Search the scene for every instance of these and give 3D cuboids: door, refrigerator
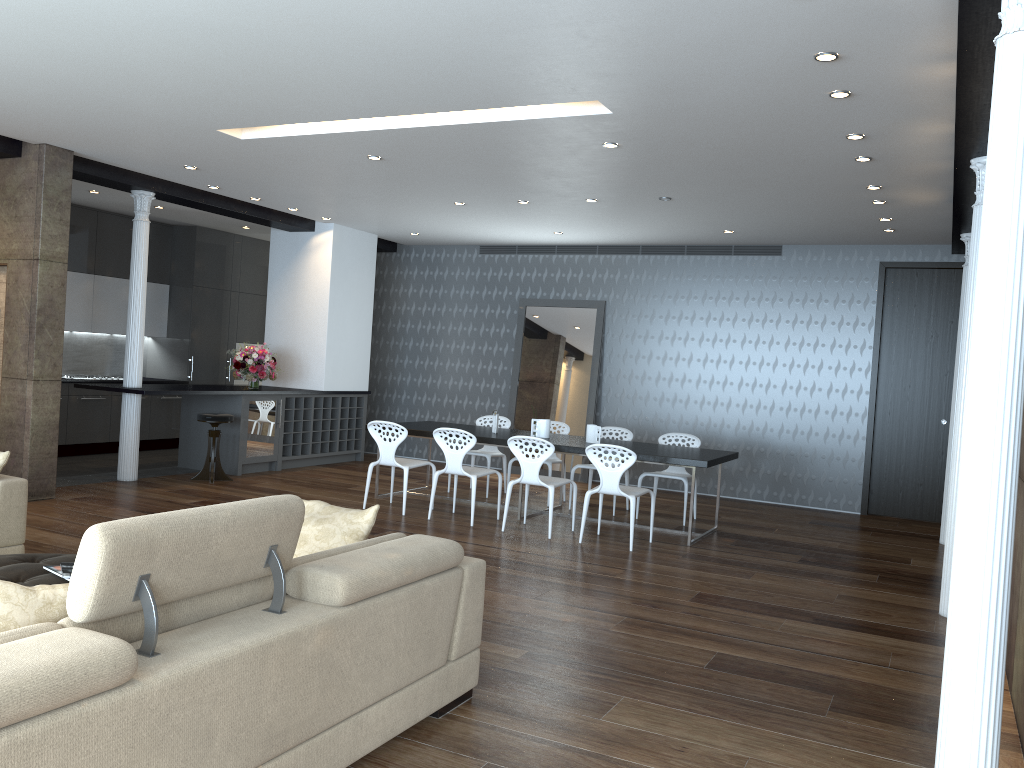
[{"bbox_3d":[4.465,0.085,9.718,1.000,2.814,0.246,4,1,26],"label":"door"},{"bbox_3d":[-2.838,0.502,10.034,0.075,0.774,0.578,4,1,30],"label":"refrigerator"}]

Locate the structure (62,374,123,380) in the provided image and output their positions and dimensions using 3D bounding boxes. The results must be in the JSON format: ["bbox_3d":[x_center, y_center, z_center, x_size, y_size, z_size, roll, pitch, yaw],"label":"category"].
[{"bbox_3d":[-5.175,-0.069,10.961,0.520,0.066,0.900,4,1,26],"label":"structure"}]

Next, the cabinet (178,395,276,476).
[{"bbox_3d":[-3.242,0.531,10.200,0.900,0.897,0.642,4,1,26],"label":"cabinet"}]

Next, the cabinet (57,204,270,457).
[{"bbox_3d":[-4.591,-0.651,12.130,0.827,2.980,7.409,4,1,26],"label":"cabinet"}]

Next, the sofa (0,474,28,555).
[{"bbox_3d":[-3.765,0.611,4.130,1.021,0.950,2.581,4,1,26],"label":"sofa"}]

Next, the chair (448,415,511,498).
[{"bbox_3d":[-0.322,0.765,9.637,0.495,0.835,0.581,4,1,26],"label":"chair"}]

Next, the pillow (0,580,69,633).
[{"bbox_3d":[-1.282,0.690,2.496,0.368,0.416,0.519,4,2,31],"label":"pillow"}]

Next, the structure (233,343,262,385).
[{"bbox_3d":[-4.052,-0.305,13.028,0.591,0.596,0.595,4,1,26],"label":"structure"}]

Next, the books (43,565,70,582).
[{"bbox_3d":[-1.905,0.837,3.931,0.300,0.031,0.219,5,2,41],"label":"books"}]

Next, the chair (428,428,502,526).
[{"bbox_3d":[-0.428,0.797,7.896,0.495,0.835,0.581,4,1,26],"label":"chair"}]

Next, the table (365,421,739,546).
[{"bbox_3d":[0.318,0.883,8.537,3.400,0.733,1.200,4,1,26],"label":"table"}]

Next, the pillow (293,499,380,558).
[{"bbox_3d":[-0.873,0.698,3.839,0.518,0.393,0.395,4,1,30],"label":"pillow"}]

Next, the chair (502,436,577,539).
[{"bbox_3d":[0.228,0.848,7.563,0.495,0.835,0.581,4,1,26],"label":"chair"}]

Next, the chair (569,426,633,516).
[{"bbox_3d":[0.936,0.861,9.018,0.495,0.835,0.581,4,1,26],"label":"chair"}]

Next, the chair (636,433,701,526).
[{"bbox_3d":[1.564,0.909,8.709,0.495,0.835,0.581,4,1,26],"label":"chair"}]

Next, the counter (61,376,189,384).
[{"bbox_3d":[-5.486,0.033,10.440,0.807,0.223,3.597,4,1,26],"label":"counter"}]

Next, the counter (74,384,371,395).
[{"bbox_3d":[-3.136,0.066,10.342,1.000,0.040,3.700,4,1,26],"label":"counter"}]

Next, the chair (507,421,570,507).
[{"bbox_3d":[0.307,0.813,9.328,0.495,0.835,0.581,4,1,26],"label":"chair"}]

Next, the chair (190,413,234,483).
[{"bbox_3d":[-0.533,1.005,7.135,21.556,0.952,16.134,4,1,26],"label":"chair"}]

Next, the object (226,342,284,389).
[{"bbox_3d":[-3.001,-0.220,10.347,0.570,0.552,0.544,5,2,32],"label":"object"}]

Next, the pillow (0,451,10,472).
[{"bbox_3d":[-3.110,0.528,4.939,0.518,0.393,0.395,4,1,23],"label":"pillow"}]

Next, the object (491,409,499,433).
[{"bbox_3d":[-0.174,0.363,8.711,0.076,0.233,0.161,4,1,8],"label":"object"}]

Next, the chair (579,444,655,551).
[{"bbox_3d":[0.860,0.895,7.274,0.495,0.835,0.581,4,1,26],"label":"chair"}]

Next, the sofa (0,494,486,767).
[{"bbox_3d":[-1.127,0.812,2.832,1.021,0.950,2.581,4,1,26],"label":"sofa"}]

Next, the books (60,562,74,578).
[{"bbox_3d":[-1.882,0.831,3.943,0.220,0.040,0.301,3,1,-29],"label":"books"}]

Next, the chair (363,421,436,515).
[{"bbox_3d":[-1.054,0.750,8.209,0.495,0.835,0.581,4,1,26],"label":"chair"}]

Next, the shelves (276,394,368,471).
[{"bbox_3d":[-2.725,0.541,11.250,0.900,0.897,1.700,4,1,26],"label":"shelves"}]

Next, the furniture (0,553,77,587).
[{"bbox_3d":[-2.143,1.002,3.832,1.057,0.355,1.057,4,1,28],"label":"furniture"}]

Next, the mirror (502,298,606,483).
[{"bbox_3d":[0.528,0.051,11.398,1.200,2.294,0.240,4,1,26],"label":"mirror"}]
